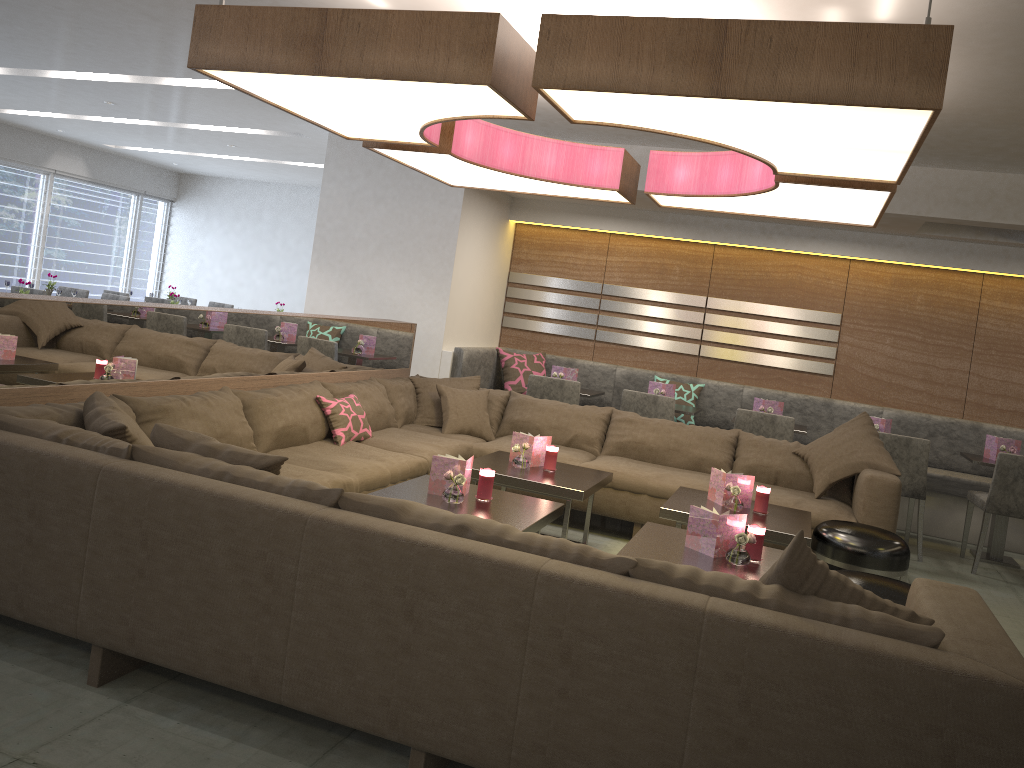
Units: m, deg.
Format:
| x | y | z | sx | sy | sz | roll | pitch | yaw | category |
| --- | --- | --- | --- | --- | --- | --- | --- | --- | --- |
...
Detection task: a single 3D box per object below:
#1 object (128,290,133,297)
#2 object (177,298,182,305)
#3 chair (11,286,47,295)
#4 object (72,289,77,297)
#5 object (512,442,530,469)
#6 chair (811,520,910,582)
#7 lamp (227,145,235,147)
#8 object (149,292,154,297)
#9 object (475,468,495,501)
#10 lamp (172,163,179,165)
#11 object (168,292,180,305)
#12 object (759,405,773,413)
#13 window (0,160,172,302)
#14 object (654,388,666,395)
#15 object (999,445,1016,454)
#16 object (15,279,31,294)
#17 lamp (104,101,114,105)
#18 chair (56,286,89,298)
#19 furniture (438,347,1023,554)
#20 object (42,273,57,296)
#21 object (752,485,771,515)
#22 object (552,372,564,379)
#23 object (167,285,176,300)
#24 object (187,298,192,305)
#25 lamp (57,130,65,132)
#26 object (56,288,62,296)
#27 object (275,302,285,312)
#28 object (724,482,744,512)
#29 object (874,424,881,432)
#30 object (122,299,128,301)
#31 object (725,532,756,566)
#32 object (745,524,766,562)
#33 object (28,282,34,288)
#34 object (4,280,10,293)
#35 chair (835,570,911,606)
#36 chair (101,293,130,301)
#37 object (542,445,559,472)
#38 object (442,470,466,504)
| x | y | z | sx | sy | sz | roll | pitch | yaw | category |
| --- | --- | --- | --- | --- | --- | --- | --- | --- | --- |
| -4.609 | -1.058 | 10.661 | 0.053 | 0.139 | 0.053 | 8 | 1 | -24 | object |
| -3.950 | -0.951 | 10.493 | 0.053 | 0.139 | 0.053 | 8 | 1 | -24 | object |
| -4.565 | -0.542 | 8.573 | 0.478 | 0.761 | 0.492 | 8 | 2 | 13 | chair |
| -4.484 | -0.900 | 9.051 | 0.053 | 0.139 | 0.053 | 8 | 1 | -24 | object |
| 0.046 | 0.362 | 4.524 | 0.102 | 0.132 | 0.092 | 7 | 2 | -17 | object |
| 1.581 | 0.873 | 4.062 | 0.422 | 0.450 | 0.424 | 8 | 3 | 0 | chair |
| -2.985 | -2.530 | 9.395 | 0.088 | 0.007 | 0.089 | 6 | 5 | -27 | lamp |
| -4.460 | -1.060 | 10.921 | 0.053 | 0.139 | 0.053 | 8 | 1 | -24 | object |
| -0.109 | 0.416 | 3.669 | 0.075 | 0.128 | 0.076 | 8 | 2 | -9 | object |
| -4.561 | -2.978 | 11.979 | 0.088 | 0.007 | 0.089 | 6 | 5 | -27 | lamp |
| -3.243 | -0.742 | 8.443 | 0.155 | 0.276 | 0.104 | 8 | 1 | 16 | object |
| 1.806 | 0.216 | 6.296 | 0.094 | 0.125 | 0.102 | 7 | 2 | -18 | object |
| -5.858 | -1.691 | 11.480 | 0.159 | 2.068 | 3.657 | 8 | 4 | 18 | window |
| 1.081 | 0.091 | 6.550 | 0.110 | 0.125 | 0.092 | 6 | 3 | -39 | object |
| 3.253 | 0.463 | 5.798 | 0.092 | 0.125 | 0.107 | 6 | 3 | -40 | object |
| -3.787 | -0.677 | 6.822 | 0.155 | 0.276 | 0.104 | 8 | 1 | 16 | object |
| -3.535 | -2.465 | 7.756 | 0.088 | 0.007 | 0.089 | 6 | 5 | -27 | lamp |
| -4.855 | -0.653 | 9.375 | 0.478 | 0.761 | 0.492 | 8 | 2 | 13 | chair |
| 1.787 | 0.608 | 5.098 | 5.667 | 0.852 | 4.255 | 10 | 5 | 18 | furniture |
| -4.667 | -0.985 | 8.929 | 0.155 | 0.276 | 0.104 | 8 | 1 | 16 | object |
| 1.192 | 0.552 | 4.214 | 0.075 | 0.128 | 0.076 | 7 | 2 | -19 | object |
| 0.360 | -0.031 | 6.788 | 0.107 | 0.125 | 0.095 | 7 | 2 | -29 | object |
| -4.101 | -1.052 | 10.615 | 0.155 | 0.276 | 0.104 | 8 | 1 | 16 | object |
| -3.919 | -0.967 | 10.736 | 0.053 | 0.139 | 0.053 | 8 | 1 | -24 | object |
| -5.177 | -2.904 | 10.143 | 0.088 | 0.007 | 0.089 | 6 | 5 | -27 | lamp |
| -4.516 | -0.883 | 8.808 | 0.053 | 0.139 | 0.053 | 8 | 1 | -24 | object |
| -2.678 | -0.809 | 10.130 | 0.155 | 0.276 | 0.104 | 8 | 1 | 16 | object |
| 1.060 | 0.535 | 4.197 | 0.095 | 0.129 | 0.107 | 7 | 2 | -22 | object |
| 2.515 | 0.336 | 6.058 | 0.096 | 0.125 | 0.105 | 9 | 2 | 19 | object |
| -3.707 | -0.738 | 8.453 | 0.053 | 0.139 | 0.053 | 8 | 1 | -24 | object |
| 0.860 | 0.593 | 3.237 | 0.193 | 0.125 | 0.095 | 5 | 4 | -40 | object |
| 0.904 | 0.591 | 3.294 | 0.075 | 0.128 | 0.076 | 7 | 2 | -19 | object |
| -5.026 | -0.993 | 9.235 | 0.053 | 0.139 | 0.053 | 8 | 1 | -24 | object |
| -5.119 | -0.982 | 8.959 | 0.053 | 0.139 | 0.053 | 8 | 1 | -24 | object |
| 1.263 | 0.911 | 3.114 | 0.424 | 0.450 | 0.422 | 9 | 3 | 15 | chair |
| -4.347 | -0.566 | 9.193 | 0.479 | 0.761 | 0.491 | 9 | 2 | 23 | chair |
| 0.201 | 0.382 | 4.559 | 0.075 | 0.128 | 0.076 | 8 | 2 | -9 | object |
| -0.233 | 0.410 | 3.543 | 0.095 | 0.129 | 0.101 | 8 | 2 | 2 | object |
